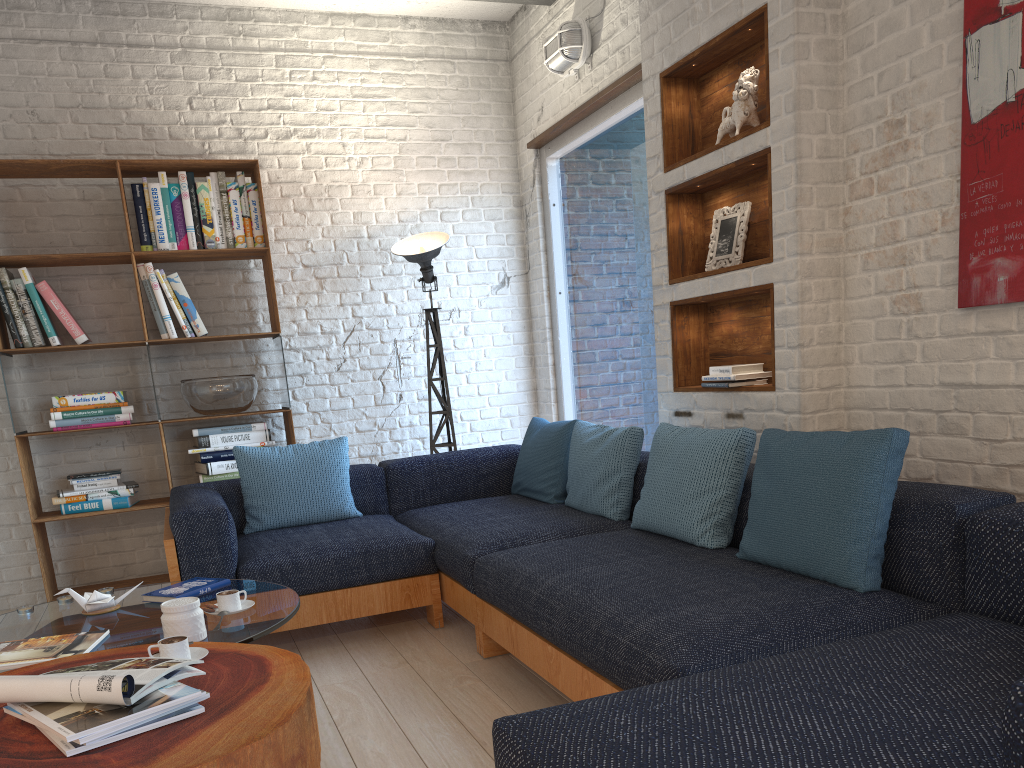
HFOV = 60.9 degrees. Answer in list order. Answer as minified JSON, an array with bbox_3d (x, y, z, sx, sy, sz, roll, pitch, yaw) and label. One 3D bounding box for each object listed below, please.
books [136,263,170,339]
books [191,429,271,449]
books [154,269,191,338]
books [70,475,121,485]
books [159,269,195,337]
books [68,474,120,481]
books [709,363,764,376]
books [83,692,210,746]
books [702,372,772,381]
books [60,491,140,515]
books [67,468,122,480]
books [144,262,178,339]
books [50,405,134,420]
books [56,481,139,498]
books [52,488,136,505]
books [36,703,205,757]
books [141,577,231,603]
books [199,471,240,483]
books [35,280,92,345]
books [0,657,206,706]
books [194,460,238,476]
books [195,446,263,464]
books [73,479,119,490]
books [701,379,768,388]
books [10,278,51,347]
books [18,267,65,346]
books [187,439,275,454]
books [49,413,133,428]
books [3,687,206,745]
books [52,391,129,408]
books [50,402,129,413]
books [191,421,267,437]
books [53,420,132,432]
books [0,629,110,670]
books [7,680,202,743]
[{"bbox_3d":[-1.860,-0.414,4.525,0.100,0.393,0.239,-9,9,-21],"label":"books"},{"bbox_3d":[-1.533,0.294,4.758,0.376,0.066,0.241,-6,2,-26],"label":"books"},{"bbox_3d":[-1.769,-0.405,4.546,0.123,0.357,0.267,-9,9,-21],"label":"books"},{"bbox_3d":[-2.185,0.495,4.564,0.234,0.019,0.169,-6,2,-27],"label":"books"},{"bbox_3d":[-1.753,-0.407,4.562,0.123,0.357,0.267,-9,9,-21],"label":"books"},{"bbox_3d":[-2.177,0.481,4.557,0.241,0.008,0.154,-5,1,-20],"label":"books"},{"bbox_3d":[0.872,-0.056,3.394,0.132,0.034,0.202,-5,2,-11],"label":"books"},{"bbox_3d":[-0.807,0.640,1.748,0.318,0.011,0.247,-4,2,39],"label":"books"},{"bbox_3d":[0.875,-0.029,3.393,0.170,0.019,0.233,-5,1,-19],"label":"books"},{"bbox_3d":[-2.152,0.621,4.567,0.325,0.057,0.250,-5,2,-10],"label":"books"},{"bbox_3d":[-2.171,0.468,4.543,0.250,0.017,0.160,-5,1,-20],"label":"books"},{"bbox_3d":[-1.817,-0.417,4.516,0.102,0.393,0.239,-9,9,-21],"label":"books"},{"bbox_3d":[-2.155,0.147,4.475,0.376,0.037,0.242,-6,2,-27],"label":"books"},{"bbox_3d":[-2.163,0.547,4.549,0.375,0.019,0.242,-6,1,-28],"label":"books"},{"bbox_3d":[-2.179,0.576,4.558,0.377,0.037,0.241,-5,2,-20],"label":"books"},{"bbox_3d":[-0.798,0.650,1.736,0.248,0.011,0.317,-6,2,-41],"label":"books"},{"bbox_3d":[-1.075,0.682,2.886,0.163,0.023,0.226,-4,2,28],"label":"books"},{"bbox_3d":[-1.524,0.498,4.793,0.360,0.057,0.278,-5,2,-18],"label":"books"},{"bbox_3d":[-2.255,-0.347,4.393,0.193,0.327,0.250,-8,8,-21],"label":"books"},{"bbox_3d":[-0.846,0.607,1.783,0.323,0.112,0.266,-4,3,12],"label":"books"},{"bbox_3d":[-1.512,0.437,4.770,0.374,0.066,0.242,-6,2,-33],"label":"books"},{"bbox_3d":[-1.539,0.378,4.738,0.323,0.057,0.252,-6,2,-26],"label":"books"},{"bbox_3d":[-2.175,0.521,4.565,0.204,0.034,0.131,-5,2,-20],"label":"books"},{"bbox_3d":[0.866,-0.002,3.407,0.161,0.017,0.248,-5,1,-11],"label":"books"},{"bbox_3d":[-2.396,-0.342,4.349,0.101,0.342,0.250,-9,9,-21],"label":"books"},{"bbox_3d":[-2.335,-0.371,4.334,0.120,0.391,0.239,-9,9,-21],"label":"books"},{"bbox_3d":[-1.531,0.338,4.747,0.441,0.021,0.268,-5,1,-20],"label":"books"},{"bbox_3d":[-2.164,0.185,4.485,0.376,0.037,0.241,-5,2,-25],"label":"books"},{"bbox_3d":[-0.807,0.629,1.727,0.318,0.011,0.247,-4,2,39],"label":"books"},{"bbox_3d":[-2.161,0.079,4.480,0.324,0.057,0.251,-5,2,-18],"label":"books"},{"bbox_3d":[-2.166,0.118,4.487,0.353,0.021,0.269,-5,1,-22],"label":"books"},{"bbox_3d":[-1.540,0.243,4.742,0.377,0.037,0.241,-5,2,-20],"label":"books"},{"bbox_3d":[-2.156,0.213,4.500,0.353,0.021,0.268,-5,1,-20],"label":"books"},{"bbox_3d":[-1.285,0.718,2.339,0.317,0.011,0.248,-5,1,-7],"label":"books"},{"bbox_3d":[-0.806,0.619,1.717,0.318,0.011,0.248,-4,2,44],"label":"books"}]
